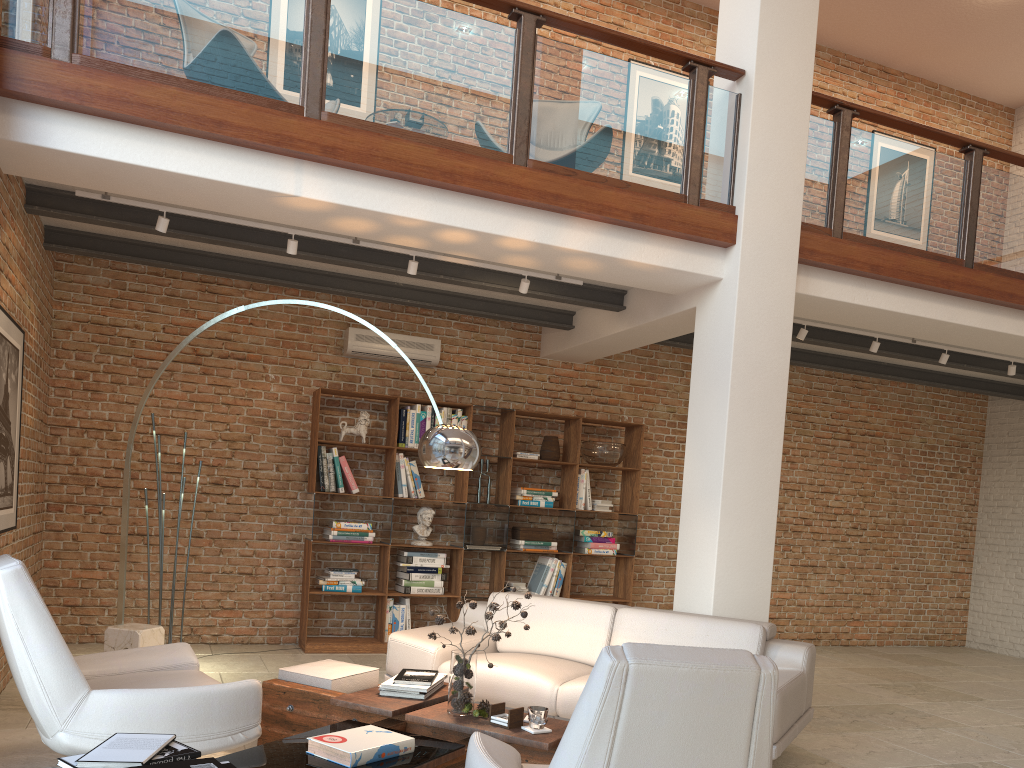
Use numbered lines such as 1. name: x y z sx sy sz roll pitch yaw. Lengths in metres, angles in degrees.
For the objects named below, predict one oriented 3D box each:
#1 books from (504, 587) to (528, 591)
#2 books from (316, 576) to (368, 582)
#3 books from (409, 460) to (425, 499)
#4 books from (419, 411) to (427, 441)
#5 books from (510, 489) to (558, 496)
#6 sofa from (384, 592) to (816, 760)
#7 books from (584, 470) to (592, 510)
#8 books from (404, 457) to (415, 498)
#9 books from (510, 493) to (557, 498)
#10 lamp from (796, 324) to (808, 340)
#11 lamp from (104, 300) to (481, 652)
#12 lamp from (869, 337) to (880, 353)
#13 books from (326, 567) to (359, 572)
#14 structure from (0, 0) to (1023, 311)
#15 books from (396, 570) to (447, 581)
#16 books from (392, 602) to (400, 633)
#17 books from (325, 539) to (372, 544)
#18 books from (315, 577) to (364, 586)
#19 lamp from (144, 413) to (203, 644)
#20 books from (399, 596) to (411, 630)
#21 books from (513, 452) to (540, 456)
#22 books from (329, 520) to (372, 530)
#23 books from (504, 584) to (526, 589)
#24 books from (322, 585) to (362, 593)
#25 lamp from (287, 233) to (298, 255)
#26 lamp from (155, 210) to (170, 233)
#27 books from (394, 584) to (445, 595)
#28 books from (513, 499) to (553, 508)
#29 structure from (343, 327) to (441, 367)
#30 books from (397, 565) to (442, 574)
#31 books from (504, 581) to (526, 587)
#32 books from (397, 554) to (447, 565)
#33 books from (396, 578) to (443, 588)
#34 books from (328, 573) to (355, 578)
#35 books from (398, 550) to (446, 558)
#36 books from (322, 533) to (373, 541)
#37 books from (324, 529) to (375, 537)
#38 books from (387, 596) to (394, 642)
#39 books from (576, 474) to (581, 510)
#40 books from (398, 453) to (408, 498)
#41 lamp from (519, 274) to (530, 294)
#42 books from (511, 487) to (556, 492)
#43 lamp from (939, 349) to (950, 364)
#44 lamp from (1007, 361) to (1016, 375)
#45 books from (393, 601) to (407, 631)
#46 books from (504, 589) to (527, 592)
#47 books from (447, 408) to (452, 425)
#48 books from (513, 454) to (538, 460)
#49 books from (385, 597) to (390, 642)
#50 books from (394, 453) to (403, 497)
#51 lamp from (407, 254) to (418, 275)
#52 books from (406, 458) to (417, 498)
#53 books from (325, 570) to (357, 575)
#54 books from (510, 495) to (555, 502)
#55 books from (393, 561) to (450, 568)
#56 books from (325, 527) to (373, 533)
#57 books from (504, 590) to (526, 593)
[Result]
1. books: 0.023 1.892 8.072 0.172 0.019 0.237 8 -9 -28
2. books: -1.453 1.661 7.438 0.382 0.018 0.244 8 -9 -29
3. books: -0.862 0.835 7.618 0.159 0.328 0.254 4 -1 -22
4. books: -0.818 0.412 7.622 0.056 0.328 0.254 3 -1 -22
5. books: 0.198 1.004 8.038 0.382 0.036 0.244 8 -9 -28
6. sofa: 0.509 1.712 5.178 2.322 0.753 1.156 0 -6 28
7. books: 0.673 1.003 8.261 0.102 0.382 0.243 3 0 -22
8. books: -0.927 0.819 7.597 0.125 0.347 0.271 3 -1 -22
9. books: 0.192 1.032 8.047 0.382 0.018 0.244 8 -9 -29
10. lamp: 2.216 -0.388 6.653 0.085 0.128 0.060 3 0 38
11. lamp: -1.170 0.733 4.638 2.026 2.346 0.319 3 2 14
12. lamp: 2.883 -0.304 6.927 0.061 0.128 0.086 4 -1 -20
13. books: -1.450 1.583 7.445 0.253 0.017 0.163 7 -8 -22
14. structure: 3.528 -0.204 2.143 10.210 4.115 13.896 6 -8 -22
15. books: -0.799 1.692 7.695 0.383 0.064 0.244 9 -9 -35
16. books: -1.049 2.081 7.638 0.058 0.329 0.254 3 -1 -22
17. books: -1.397 1.337 7.442 0.357 0.020 0.273 7 -8 -22
18. books: -1.474 1.687 7.443 0.382 0.036 0.245 7 -8 -22
19. lamp: -2.482 1.138 6.285 0.198 1.816 0.419 6 3 38
20. books: -0.943 2.068 7.696 0.079 0.384 0.243 3 0 -22
21. books: 0.109 0.641 7.940 0.238 0.019 0.171 8 -9 -29
22. books: -1.383 1.206 7.443 0.328 0.055 0.256 7 -8 -19
23. books: 0.010 1.870 8.054 0.163 0.017 0.253 7 -8 -21
24. books: -1.454 1.735 7.445 0.327 0.055 0.256 6 -8 -12
25. lamp: -1.314 -0.834 5.218 0.061 0.120 0.086 4 -1 -20
26. lamp: -1.982 -0.914 4.944 0.085 0.128 0.060 3 0 38
27. books: -0.815 1.810 7.694 0.382 0.064 0.244 8 -8 -27
28. books: 0.191 1.106 8.054 0.327 0.055 0.256 6 -8 -12
29. structure: -1.041 -0.315 7.592 0.817 0.218 0.200 7 -3 -22
30. books: -0.816 1.627 7.672 0.329 0.055 0.255 8 -8 -27
31. books: 0.022 1.847 8.062 0.133 0.033 0.206 8 -8 -26
32. books: -0.799 1.552 7.706 0.382 0.064 0.244 8 -8 -27
33. books: -0.819 1.752 7.709 0.364 0.055 0.283 7 -8 -19
34. books: -1.462 1.637 7.458 0.207 0.033 0.133 7 -8 -22
35. books: -0.798 1.500 7.698 0.382 0.036 0.245 7 -8 -22
36. books: -1.402 1.307 7.431 0.382 0.036 0.245 8 -9 -26
37. books: -1.386 1.271 7.427 0.382 0.036 0.244 8 -9 -28
38. books: -1.094 2.050 7.627 0.036 0.382 0.243 3 0 -22
39. books: 0.558 1.013 8.193 0.056 0.328 0.254 3 -1 -22
40. books: -0.972 0.795 7.567 0.104 0.382 0.243 3 0 -22
41. lamp: 0.083 -0.660 5.797 0.061 0.115 0.094 4 -2 -15
42. books: 0.191 0.977 8.055 0.358 0.020 0.273 7 -9 -23
43. lamp: 3.572 -0.218 7.207 0.061 0.128 0.086 4 -1 -20
44. lamp: 4.298 -0.128 7.495 0.059 0.128 0.088 4 0 28
45. books: -0.995 2.086 7.653 0.056 0.328 0.254 3 -1 -22
46. books: 0.019 1.904 8.064 0.157 0.008 0.243 8 -9 -26
47. books: -0.594 0.411 7.700 0.036 0.382 0.243 3 0 -22
48. books: 0.115 0.667 7.937 0.207 0.033 0.133 7 -8 -22
49. books: -1.122 2.044 7.598 0.036 0.382 0.243 3 0 -22
50. books: -1.016 0.793 7.574 0.102 0.382 0.243 3 0 -22
51. lamp: -0.626 -0.744 5.499 0.061 0.128 0.086 4 -1 -20
52. books: -0.911 0.823 7.613 0.125 0.347 0.271 3 -1 -22
53. books: -1.468 1.611 7.461 0.238 0.019 0.171 8 -9 -29
54. books: 0.172 1.058 8.052 0.382 0.036 0.245 7 -8 -22
55. books: -0.803 1.592 7.688 0.447 0.020 0.273 7 -9 -22
56. books: -1.394 1.244 7.444 0.358 0.020 0.273 7 -9 -23
57. books: 0.007 1.914 8.056 0.163 0.017 0.252 8 -9 -26
